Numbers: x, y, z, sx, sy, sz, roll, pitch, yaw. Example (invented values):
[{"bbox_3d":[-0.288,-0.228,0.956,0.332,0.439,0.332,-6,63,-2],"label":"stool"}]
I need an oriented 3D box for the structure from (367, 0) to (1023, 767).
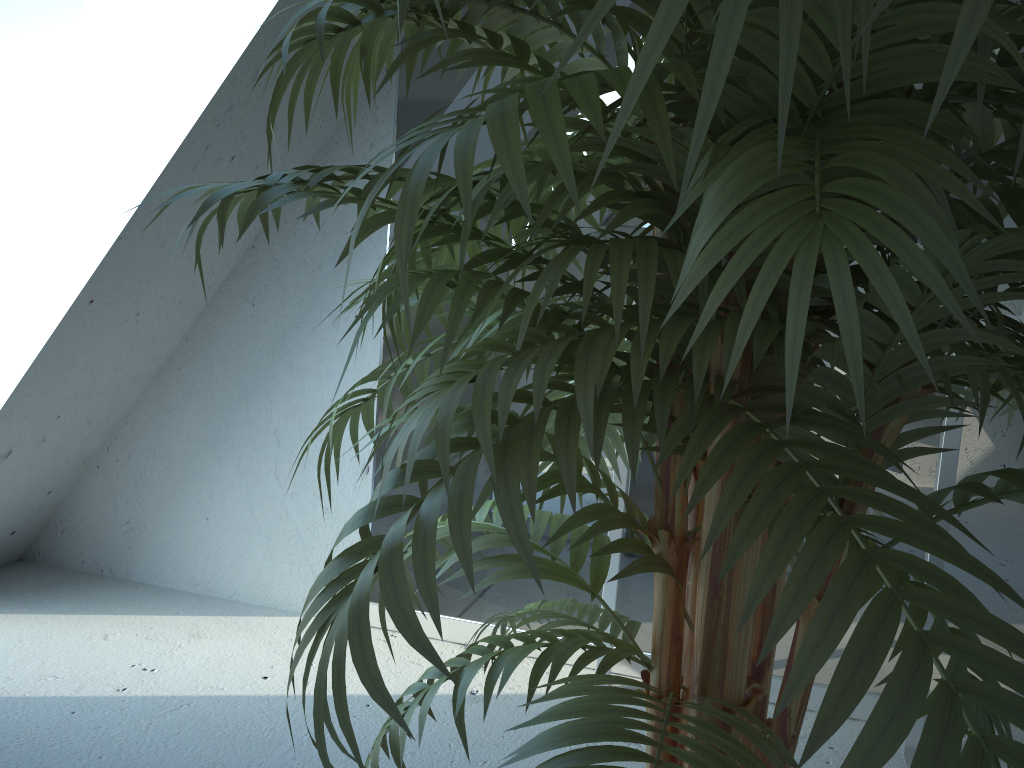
[{"bbox_3d":[0.713,-0.409,2.187,1.835,2.114,1.184,6,6,16],"label":"structure"}]

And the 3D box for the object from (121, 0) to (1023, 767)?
[{"bbox_3d":[0.197,-0.254,0.675,1.020,2.034,0.980,2,7,-26],"label":"object"}]
